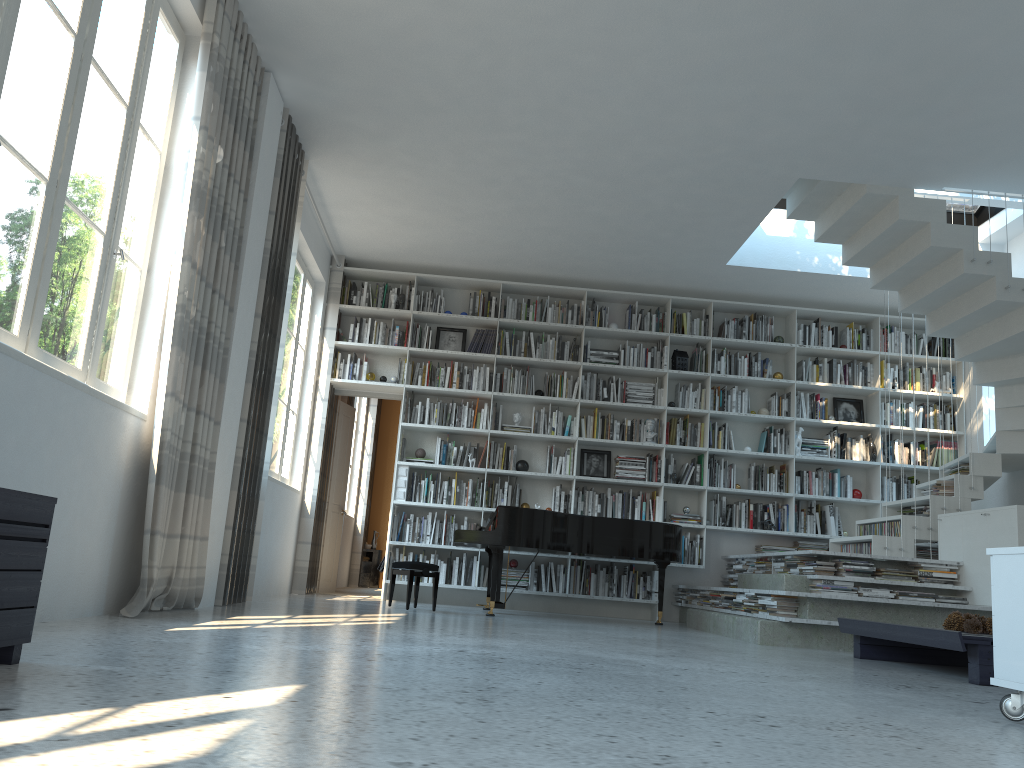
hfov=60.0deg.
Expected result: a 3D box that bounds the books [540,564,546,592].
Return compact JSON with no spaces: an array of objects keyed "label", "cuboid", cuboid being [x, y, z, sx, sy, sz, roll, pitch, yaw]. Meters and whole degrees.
[{"label":"books","cuboid":[0.289,1.826,8.350,0.062,0.252,0.178,5,-12,-2]}]

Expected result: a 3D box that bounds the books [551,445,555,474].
[{"label":"books","cuboid":[0.389,0.746,8.582,0.012,0.297,0.166,5,-12,-2]}]

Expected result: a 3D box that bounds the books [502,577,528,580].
[{"label":"books","cuboid":[0.008,1.831,8.346,0.285,0.007,0.160,5,-12,-1]}]

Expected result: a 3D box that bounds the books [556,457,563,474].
[{"label":"books","cuboid":[0.450,0.803,8.565,0.057,0.188,0.156,5,-12,-2]}]

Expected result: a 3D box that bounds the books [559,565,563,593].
[{"label":"books","cuboid":[0.454,1.833,8.342,0.024,0.259,0.190,5,-12,-2]}]

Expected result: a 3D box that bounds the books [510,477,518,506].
[{"label":"books","cuboid":[0.014,1.056,8.488,0.050,0.327,0.167,5,-12,-2]}]

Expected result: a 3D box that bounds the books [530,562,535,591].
[{"label":"books","cuboid":[0.186,1.813,8.359,0.031,0.265,0.144,5,-12,-2]}]

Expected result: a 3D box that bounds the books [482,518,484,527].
[{"label":"books","cuboid":[-0.284,1.421,8.416,0.012,0.284,0.160,5,-12,-2]}]

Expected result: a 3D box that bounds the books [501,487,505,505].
[{"label":"books","cuboid":[-0.093,1.102,8.475,0.021,0.215,0.172,5,-12,-2]}]

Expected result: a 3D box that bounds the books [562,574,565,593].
[{"label":"books","cuboid":[0.474,1.878,8.351,0.024,0.179,0.172,5,-12,-2]}]

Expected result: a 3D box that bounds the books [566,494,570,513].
[{"label":"books","cuboid":[0.531,1.164,8.504,0.024,0.200,0.159,5,-12,-2]}]

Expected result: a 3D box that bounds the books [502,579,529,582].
[{"label":"books","cuboid":[0.008,1.842,8.334,0.285,0.007,0.160,6,-12,-7]}]

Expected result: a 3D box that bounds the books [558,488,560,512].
[{"label":"books","cuboid":[0.444,1.121,8.514,0.010,0.276,0.156,5,-12,-2]}]

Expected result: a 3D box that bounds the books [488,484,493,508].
[{"label":"books","cuboid":[-0.209,1.081,8.474,0.030,0.238,0.157,5,-12,-2]}]

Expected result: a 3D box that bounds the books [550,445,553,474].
[{"label":"books","cuboid":[0.377,0.749,8.584,0.011,0.291,0.156,5,-12,-2]}]

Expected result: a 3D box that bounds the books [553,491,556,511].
[{"label":"books","cuboid":[0.402,1.143,8.512,0.015,0.225,0.148,5,-12,-2]}]

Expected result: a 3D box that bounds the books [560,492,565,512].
[{"label":"books","cuboid":[0.475,1.148,8.497,0.029,0.220,0.153,5,-12,-2]}]

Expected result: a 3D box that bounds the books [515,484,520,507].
[{"label":"books","cuboid":[0.050,1.091,8.481,0.027,0.260,0.163,5,-12,-2]}]

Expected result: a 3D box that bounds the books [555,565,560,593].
[{"label":"books","cuboid":[0.428,1.838,8.372,0.025,0.258,0.133,5,-12,-2]}]

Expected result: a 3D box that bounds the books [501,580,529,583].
[{"label":"books","cuboid":[0.006,1.856,8.334,0.285,0.007,0.160,6,-12,-6]}]

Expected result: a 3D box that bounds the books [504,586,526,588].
[{"label":"books","cuboid":[0.001,1.904,8.333,0.254,0.007,0.161,5,-12,-2]}]

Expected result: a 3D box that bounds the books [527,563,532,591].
[{"label":"books","cuboid":[0.165,1.814,8.342,0.012,0.253,0.161,5,-12,-2]}]

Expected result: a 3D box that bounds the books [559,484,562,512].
[{"label":"books","cuboid":[0.456,1.114,8.512,0.014,0.290,0.132,5,-12,-2]}]

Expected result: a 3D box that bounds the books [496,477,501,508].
[{"label":"books","cuboid":[-0.131,1.051,8.483,0.014,0.312,0.166,5,-12,-2]}]

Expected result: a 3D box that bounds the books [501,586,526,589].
[{"label":"books","cuboid":[0.001,1.909,8.323,0.254,0.007,0.161,4,-12,2]}]

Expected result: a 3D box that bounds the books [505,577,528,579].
[{"label":"books","cuboid":[0.009,1.824,8.350,0.285,0.007,0.160,5,-12,-2]}]

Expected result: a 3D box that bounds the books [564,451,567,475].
[{"label":"books","cuboid":[0.510,0.779,8.567,0.012,0.244,0.171,5,-12,-2]}]

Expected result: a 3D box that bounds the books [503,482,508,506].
[{"label":"books","cuboid":[-0.067,1.077,8.478,0.027,0.268,0.185,5,-12,-2]}]

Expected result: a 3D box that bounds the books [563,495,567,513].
[{"label":"books","cuboid":[0.503,1.168,8.515,0.031,0.194,0.142,5,-12,-2]}]

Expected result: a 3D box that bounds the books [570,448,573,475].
[{"label":"books","cuboid":[0.566,0.766,8.573,0.021,0.281,0.162,5,-12,-2]}]

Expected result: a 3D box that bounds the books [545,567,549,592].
[{"label":"books","cuboid":[0.325,1.838,8.347,0.011,0.231,0.174,5,-12,-2]}]

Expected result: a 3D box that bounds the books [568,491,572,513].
[{"label":"books","cuboid":[0.553,1.152,8.534,0.019,0.241,0.107,5,-12,-2]}]

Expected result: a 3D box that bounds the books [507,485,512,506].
[{"label":"books","cuboid":[-0.029,1.098,8.493,0.029,0.240,0.136,5,-12,-2]}]

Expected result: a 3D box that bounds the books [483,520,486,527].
[{"label":"books","cuboid":[-0.267,1.432,8.416,0.023,0.265,0.134,5,-12,-2]}]

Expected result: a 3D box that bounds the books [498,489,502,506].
[{"label":"books","cuboid":[-0.117,1.111,8.476,0.024,0.195,0.157,5,-12,-2]}]

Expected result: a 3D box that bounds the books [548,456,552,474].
[{"label":"books","cuboid":[0.356,0.796,8.562,0.025,0.185,0.154,5,-12,-2]}]

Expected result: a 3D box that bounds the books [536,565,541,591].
[{"label":"books","cuboid":[0.244,1.832,8.358,0.028,0.237,0.136,5,-12,-2]}]

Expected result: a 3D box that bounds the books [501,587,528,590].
[{"label":"books","cuboid":[0.000,1.918,8.331,0.285,0.007,0.160,5,-12,-2]}]

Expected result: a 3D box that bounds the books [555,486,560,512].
[{"label":"books","cuboid":[0.426,1.120,8.499,0.027,0.269,0.159,5,-12,-2]}]

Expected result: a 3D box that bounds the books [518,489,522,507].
[{"label":"books","cuboid":[0.072,1.120,8.491,0.023,0.211,0.160,5,-12,-2]}]

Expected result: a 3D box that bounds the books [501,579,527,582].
[{"label":"books","cuboid":[0.007,1.850,8.342,0.254,0.007,0.161,5,-12,-1]}]

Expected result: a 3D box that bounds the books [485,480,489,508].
[{"label":"books","cuboid":[-0.243,1.063,8.488,0.013,0.275,0.147,5,-12,-2]}]

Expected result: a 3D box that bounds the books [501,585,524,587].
[{"label":"books","cuboid":[0.001,1.897,8.332,0.254,0.007,0.161,5,-12,-1]}]

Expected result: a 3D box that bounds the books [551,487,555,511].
[{"label":"books","cuboid":[0.390,1.127,8.506,0.012,0.253,0.161,5,-12,-2]}]

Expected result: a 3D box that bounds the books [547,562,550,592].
[{"label":"books","cuboid":[0.338,1.817,8.344,0.012,0.274,0.180,5,-12,-2]}]

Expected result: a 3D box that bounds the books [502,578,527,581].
[{"label":"books","cuboid":[0.008,1.837,8.345,0.254,0.007,0.161,5,-12,-1]}]

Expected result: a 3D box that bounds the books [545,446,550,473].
[{"label":"books","cuboid":[0.341,0.747,8.576,0.012,0.284,0.160,5,-12,-2]}]

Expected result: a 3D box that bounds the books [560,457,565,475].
[{"label":"books","cuboid":[0.490,0.808,8.571,0.024,0.187,0.173,5,-12,-2]}]

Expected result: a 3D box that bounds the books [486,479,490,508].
[{"label":"books","cuboid":[-0.229,1.058,8.480,0.013,0.282,0.147,5,-12,-2]}]

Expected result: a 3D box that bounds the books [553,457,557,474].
[{"label":"books","cuboid":[0.406,0.805,8.578,0.030,0.182,0.154,5,-12,-2]}]

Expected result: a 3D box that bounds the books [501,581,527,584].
[{"label":"books","cuboid":[0.006,1.862,8.333,0.254,0.007,0.161,6,-12,-6]}]

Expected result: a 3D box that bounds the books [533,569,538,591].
[{"label":"books","cuboid":[0.215,1.844,8.342,0.029,0.202,0.178,5,-12,-2]}]

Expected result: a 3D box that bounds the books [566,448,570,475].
[{"label":"books","cuboid":[0.530,0.770,8.577,0.027,0.269,0.178,5,-12,-2]}]

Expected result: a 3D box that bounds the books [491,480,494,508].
[{"label":"books","cuboid":[-0.187,1.065,8.470,0.012,0.272,0.181,5,-12,-2]}]

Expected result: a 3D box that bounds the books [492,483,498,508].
[{"label":"books","cuboid":[-0.161,1.081,8.476,0.042,0.247,0.163,5,-12,-2]}]

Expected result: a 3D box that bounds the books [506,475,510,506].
[{"label":"books","cuboid":[-0.046,1.050,8.510,0.013,0.338,0.138,5,-12,-2]}]

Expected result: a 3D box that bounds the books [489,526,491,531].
[{"label":"books","cuboid":[-0.213,1.425,8.415,0.013,0.287,0.161,5,-12,-2]}]

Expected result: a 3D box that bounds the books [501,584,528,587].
[{"label":"books","cuboid":[0.002,1.889,8.327,0.285,0.007,0.160,6,-12,-6]}]

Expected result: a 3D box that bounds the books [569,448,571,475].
[{"label":"books","cuboid":[0.550,0.765,8.569,0.011,0.278,0.188,5,-12,-2]}]

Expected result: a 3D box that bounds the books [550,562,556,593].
[{"label":"books","cuboid":[0.381,1.823,8.358,0.073,0.275,0.181,5,-12,-2]}]
